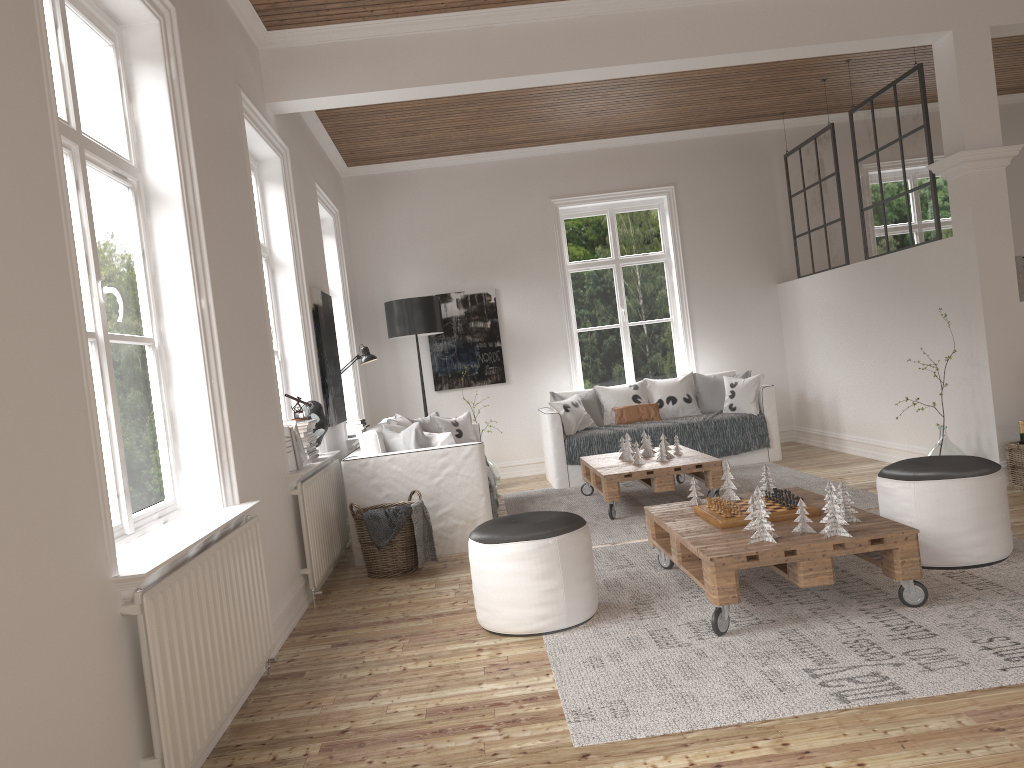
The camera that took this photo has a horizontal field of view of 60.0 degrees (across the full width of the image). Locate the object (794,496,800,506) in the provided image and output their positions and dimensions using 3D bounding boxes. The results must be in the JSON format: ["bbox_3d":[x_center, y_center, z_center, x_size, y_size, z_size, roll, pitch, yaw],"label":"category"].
[{"bbox_3d":[1.208,0.495,3.762,0.026,0.044,0.026,-6,2,42],"label":"object"}]

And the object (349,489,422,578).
[{"bbox_3d":[-0.687,0.842,4.982,0.393,0.432,0.393,-7,1,19],"label":"object"}]

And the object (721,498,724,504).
[{"bbox_3d":[0.941,0.527,3.971,0.017,0.037,0.017,-7,1,17],"label":"object"}]

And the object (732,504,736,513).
[{"bbox_3d":[0.947,0.531,3.794,0.017,0.037,0.017,-7,1,17],"label":"object"}]

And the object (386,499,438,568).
[{"bbox_3d":[-0.645,0.849,4.965,0.349,0.356,0.290,-6,1,26],"label":"object"}]

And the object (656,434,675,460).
[{"bbox_3d":[1.052,0.427,6.133,0.097,0.178,0.103,-8,2,-40],"label":"object"}]

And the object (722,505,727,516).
[{"bbox_3d":[0.904,0.533,3.747,0.026,0.044,0.026,-6,2,42],"label":"object"}]

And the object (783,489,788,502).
[{"bbox_3d":[1.202,0.487,3.895,0.025,0.055,0.025,-6,1,29],"label":"object"}]

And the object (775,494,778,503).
[{"bbox_3d":[1.159,0.502,3.890,0.017,0.037,0.017,-7,1,17],"label":"object"}]

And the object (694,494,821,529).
[{"bbox_3d":[1.056,0.552,3.866,0.429,0.036,0.429,-7,1,-3],"label":"object"}]

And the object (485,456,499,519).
[{"bbox_3d":[-0.439,0.756,6.253,0.651,0.423,1.680,-7,1,-2],"label":"object"}]

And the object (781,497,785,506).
[{"bbox_3d":[1.161,0.504,3.805,0.017,0.037,0.017,-7,1,17],"label":"object"}]

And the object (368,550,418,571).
[{"bbox_3d":[-0.677,0.953,4.988,0.280,0.186,0.291,-7,1,-17],"label":"object"}]

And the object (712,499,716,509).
[{"bbox_3d":[0.897,0.528,3.927,0.022,0.047,0.022,-6,1,29],"label":"object"}]

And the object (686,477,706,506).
[{"bbox_3d":[0.876,0.512,4.254,0.079,0.137,0.075,-8,2,-44],"label":"object"}]

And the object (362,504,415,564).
[{"bbox_3d":[-0.673,0.836,4.912,0.303,0.332,0.367,-7,1,-12],"label":"object"}]

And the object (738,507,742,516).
[{"bbox_3d":[0.953,0.532,3.707,0.017,0.037,0.017,-7,1,17],"label":"object"}]

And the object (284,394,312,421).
[{"bbox_3d":[-1.220,0.126,5.075,0.177,0.161,0.092,-8,2,-35],"label":"object"}]

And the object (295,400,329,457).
[{"bbox_3d":[-1.215,0.271,5.372,0.177,0.340,0.171,-6,2,33],"label":"object"}]

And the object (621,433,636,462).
[{"bbox_3d":[0.823,0.444,6.266,0.106,0.193,0.112,-6,1,25],"label":"object"}]

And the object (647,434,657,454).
[{"bbox_3d":[1.010,0.439,6.515,0.075,0.147,0.075,-6,1,29],"label":"object"}]

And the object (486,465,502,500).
[{"bbox_3d":[-0.443,0.630,5.810,0.729,0.255,0.588,-7,1,1],"label":"object"}]

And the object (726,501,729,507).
[{"bbox_3d":[0.943,0.529,3.883,0.017,0.037,0.017,-7,1,17],"label":"object"}]

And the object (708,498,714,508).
[{"bbox_3d":[0.894,0.530,3.965,0.026,0.044,0.026,-6,2,42],"label":"object"}]

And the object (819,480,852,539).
[{"bbox_3d":[1.191,0.458,3.295,0.107,0.208,0.106,-7,1,13],"label":"object"}]

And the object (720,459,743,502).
[{"bbox_3d":[1.039,0.458,4.254,0.118,0.204,0.111,-6,1,21],"label":"object"}]

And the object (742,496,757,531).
[{"bbox_3d":[0.969,0.514,3.546,0.082,0.141,0.077,-7,1,-21],"label":"object"}]

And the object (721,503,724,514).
[{"bbox_3d":[0.902,0.531,3.791,0.022,0.047,0.022,-6,1,29],"label":"object"}]

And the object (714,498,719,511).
[{"bbox_3d":[0.896,0.526,3.878,0.025,0.055,0.025,-6,1,29],"label":"object"}]

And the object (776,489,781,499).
[{"bbox_3d":[1.196,0.492,3.983,0.026,0.044,0.026,-6,2,42],"label":"object"}]

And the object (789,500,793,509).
[{"bbox_3d":[1.168,0.505,3.720,0.017,0.037,0.017,-7,1,-22],"label":"object"}]

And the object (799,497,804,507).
[{"bbox_3d":[1.214,0.498,3.718,0.019,0.040,0.019,-7,1,-7],"label":"object"}]

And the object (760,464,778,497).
[{"bbox_3d":[1.218,0.458,4.237,0.082,0.160,0.082,-7,1,-14],"label":"object"}]

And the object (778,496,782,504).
[{"bbox_3d":[1.162,0.503,3.847,0.017,0.037,0.017,-7,1,17],"label":"object"}]

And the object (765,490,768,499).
[{"bbox_3d":[1.153,0.500,4.023,0.017,0.037,0.017,-7,1,17],"label":"object"}]

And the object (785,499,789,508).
[{"bbox_3d":[1.164,0.504,3.759,0.017,0.037,0.017,-7,1,17],"label":"object"}]

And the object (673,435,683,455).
[{"bbox_3d":[1.171,0.427,6.291,0.072,0.142,0.073,-7,1,5],"label":"object"}]

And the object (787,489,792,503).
[{"bbox_3d":[1.205,0.486,3.852,0.025,0.058,0.025,-6,2,42],"label":"object"}]

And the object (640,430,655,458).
[{"bbox_3d":[0.960,0.425,6.361,0.107,0.195,0.113,-7,1,4],"label":"object"}]

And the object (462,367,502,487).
[{"bbox_3d":[-0.262,0.387,7.981,0.275,1.117,0.515,-7,1,14],"label":"object"}]

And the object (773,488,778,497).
[{"bbox_3d":[1.197,0.493,4.028,0.019,0.040,0.019,-6,1,31],"label":"object"}]

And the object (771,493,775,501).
[{"bbox_3d":[1.157,0.501,3.933,0.017,0.037,0.017,-7,1,17],"label":"object"}]

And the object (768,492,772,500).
[{"bbox_3d":[1.154,0.501,3.977,0.017,0.037,0.017,-7,1,17],"label":"object"}]

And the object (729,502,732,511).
[{"bbox_3d":[0.944,0.530,3.837,0.017,0.037,0.017,-7,1,17],"label":"object"}]

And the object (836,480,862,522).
[{"bbox_3d":[1.307,0.461,3.492,0.085,0.166,0.085,-7,1,-17],"label":"object"}]

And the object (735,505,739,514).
[{"bbox_3d":[0.950,0.531,3.753,0.017,0.037,0.017,-7,1,17],"label":"object"}]

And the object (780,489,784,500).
[{"bbox_3d":[1.200,0.491,3.941,0.022,0.047,0.022,-6,1,29],"label":"object"}]

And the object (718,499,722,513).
[{"bbox_3d":[0.900,0.525,3.834,0.025,0.058,0.025,-6,2,42],"label":"object"}]

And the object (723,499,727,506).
[{"bbox_3d":[0.942,0.528,3.927,0.017,0.037,0.017,-7,1,17],"label":"object"}]

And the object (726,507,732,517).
[{"bbox_3d":[0.907,0.536,3.703,0.019,0.040,0.019,-7,1,-7],"label":"object"}]

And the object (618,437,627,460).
[{"bbox_3d":[0.808,0.457,6.440,0.095,0.164,0.090,-7,1,4],"label":"object"}]

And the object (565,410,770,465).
[{"bbox_3d":[1.280,0.472,7.682,1.704,0.390,0.656,-7,1,-3],"label":"object"}]

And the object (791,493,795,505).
[{"bbox_3d":[1.207,0.493,3.806,0.022,0.047,0.022,-8,2,-35],"label":"object"}]

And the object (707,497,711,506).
[{"bbox_3d":[0.893,0.531,4.010,0.019,0.040,0.019,-6,1,31],"label":"object"}]

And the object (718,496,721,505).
[{"bbox_3d":[0.937,0.527,4.012,0.017,0.037,0.017,-7,1,17],"label":"object"}]

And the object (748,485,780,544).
[{"bbox_3d":[0.939,0.486,3.350,0.109,0.213,0.108,-6,1,22],"label":"object"}]

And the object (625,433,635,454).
[{"bbox_3d":[0.857,0.442,6.545,0.090,0.176,0.090,-8,2,-41],"label":"object"}]

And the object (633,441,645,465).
[{"bbox_3d":[0.851,0.463,6.014,0.093,0.161,0.088,-7,1,6],"label":"object"}]
